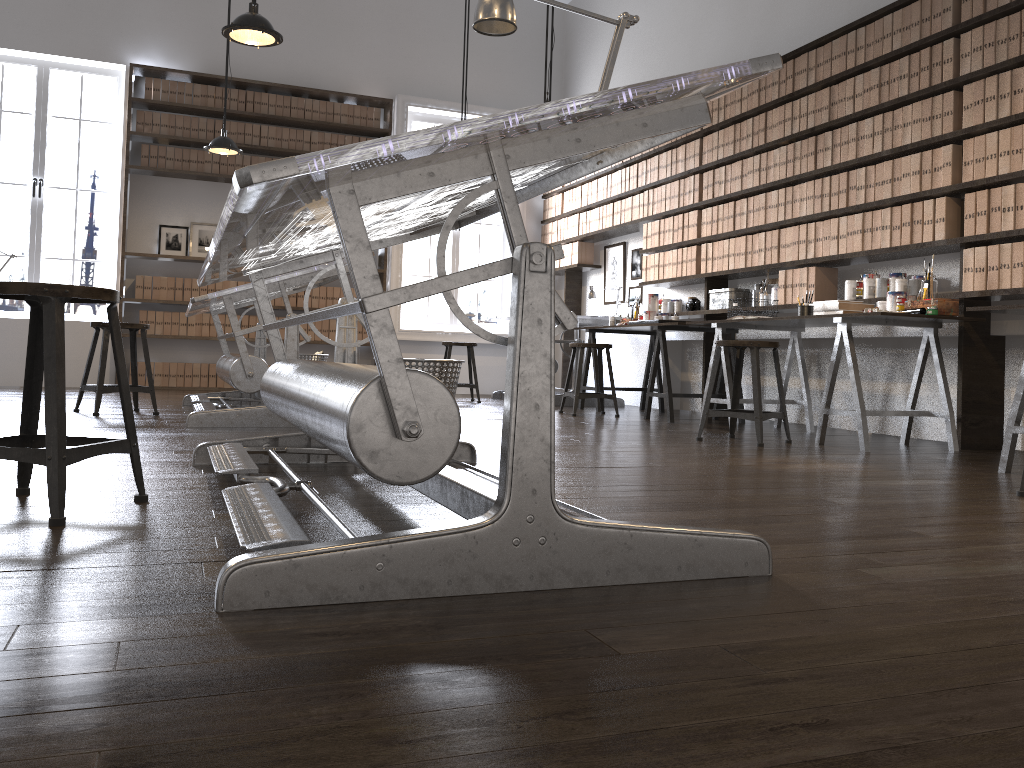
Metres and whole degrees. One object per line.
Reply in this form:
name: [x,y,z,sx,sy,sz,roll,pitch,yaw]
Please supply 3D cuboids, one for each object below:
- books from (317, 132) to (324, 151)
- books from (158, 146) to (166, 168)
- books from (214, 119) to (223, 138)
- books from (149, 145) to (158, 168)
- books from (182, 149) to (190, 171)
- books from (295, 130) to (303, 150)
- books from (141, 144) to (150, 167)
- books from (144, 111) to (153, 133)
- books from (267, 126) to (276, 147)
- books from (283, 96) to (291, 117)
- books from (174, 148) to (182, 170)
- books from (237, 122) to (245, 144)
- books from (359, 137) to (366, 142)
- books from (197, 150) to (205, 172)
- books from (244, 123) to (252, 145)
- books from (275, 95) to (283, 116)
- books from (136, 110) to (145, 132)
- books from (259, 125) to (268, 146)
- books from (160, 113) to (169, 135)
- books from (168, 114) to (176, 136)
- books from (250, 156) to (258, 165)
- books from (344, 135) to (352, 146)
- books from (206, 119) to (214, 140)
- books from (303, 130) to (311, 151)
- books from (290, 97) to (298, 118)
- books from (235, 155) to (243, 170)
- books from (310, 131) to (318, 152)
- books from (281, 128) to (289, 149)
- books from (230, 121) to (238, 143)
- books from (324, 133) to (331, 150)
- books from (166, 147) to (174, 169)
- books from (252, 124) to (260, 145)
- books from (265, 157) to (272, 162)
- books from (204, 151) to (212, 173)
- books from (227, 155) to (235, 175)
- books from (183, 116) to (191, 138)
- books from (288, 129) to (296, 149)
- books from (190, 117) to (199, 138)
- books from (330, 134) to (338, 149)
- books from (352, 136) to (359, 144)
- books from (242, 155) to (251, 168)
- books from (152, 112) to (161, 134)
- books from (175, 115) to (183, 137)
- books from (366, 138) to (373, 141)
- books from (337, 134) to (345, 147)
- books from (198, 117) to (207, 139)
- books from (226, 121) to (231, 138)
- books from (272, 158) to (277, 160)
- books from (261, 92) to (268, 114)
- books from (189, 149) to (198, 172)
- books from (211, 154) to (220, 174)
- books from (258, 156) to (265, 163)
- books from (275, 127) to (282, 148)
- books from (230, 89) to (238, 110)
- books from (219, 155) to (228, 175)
books: [-1.943,-2.408,8.930,0.066,0.226,0.174,2,0,-21]
books: [-3.320,-2.127,8.402,0.066,0.226,0.174,2,0,-21]
books: [-2.846,-2.429,8.581,0.067,0.226,0.174,2,0,-21]
books: [-3.388,-2.129,8.370,0.067,0.226,0.174,2,0,-21]
books: [-3.121,-2.123,8.478,0.066,0.226,0.174,2,0,-21]
books: [-2.135,-2.413,8.857,0.066,0.226,0.174,2,0,-21]
books: [-3.459,-2.130,8.349,0.066,0.226,0.174,2,0,-21]
books: [-3.434,-2.442,8.361,0.066,0.226,0.174,2,0,-21]
books: [-2.386,-2.418,8.759,0.066,0.226,0.174,2,0,-21]
books: [-2.252,-2.734,8.816,0.066,0.226,0.174,2,0,-21]
books: [-3.187,-2.124,8.452,0.066,0.226,0.174,2,0,-21]
books: [-2.657,-2.424,8.652,0.067,0.226,0.174,2,0,-21]
books: [-1.548,-2.399,9.077,0.067,0.226,0.174,2,0,-21]
books: [-2.995,-2.120,8.524,0.066,0.226,0.174,2,0,-21]
books: [-2.589,-2.423,8.678,0.066,0.226,0.174,2,0,-21]
books: [-2.318,-2.736,8.793,0.066,0.226,0.174,2,0,-21]
books: [-3.500,-2.443,8.338,0.066,0.226,0.174,2,0,-21]
books: [-2.453,-2.420,8.732,0.067,0.226,0.174,2,0,-21]
books: [-3.300,-2.439,8.410,0.066,0.226,0.174,2,0,-21]
books: [-3.242,-2.438,8.434,0.066,0.226,0.174,2,0,-21]
books: [-2.536,-2.109,8.694,0.067,0.226,0.174,2,0,-21]
books: [-1.684,-2.402,9.026,0.066,0.226,0.174,2,0,-21]
books: [-2.919,-2.430,8.559,0.066,0.226,0.174,2,0,-21]
books: [-2.068,-2.411,8.879,0.067,0.226,0.174,2,0,-21]
books: [-2.182,-2.733,8.842,0.066,0.226,0.174,2,0,-21]
books: [-2.672,-2.112,8.646,0.066,0.226,0.174,2,0,-21]
books: [-2.001,-2.409,8.906,0.066,0.226,0.174,2,0,-21]
books: [-2.264,-2.415,8.803,0.067,0.226,0.174,2,0,-21]
books: [-2.717,-2.426,8.634,0.066,0.226,0.174,2,0,-21]
books: [-1.879,-2.407,8.950,0.067,0.226,0.174,2,0,-21]
books: [-3.252,-2.125,8.423,0.066,0.226,0.174,2,0,-21]
books: [-2.523,-2.421,8.707,0.066,0.226,0.174,2,0,-21]
books: [-2.418,-2.107,8.747,0.066,0.226,0.174,2,0,-21]
books: [-2.936,-2.118,8.545,0.066,0.226,0.174,2,0,-21]
books: [-2.739,-2.114,8.625,0.066,0.226,0.174,2,0,-21]
books: [-3.117,-2.435,8.483,0.066,0.226,0.174,2,0,-21]
books: [-2.201,-2.414,8.834,0.066,0.226,0.174,2,0,-21]
books: [-3.051,-2.433,8.508,0.066,0.226,0.174,2,0,-21]
books: [-1.818,-2.406,8.979,0.066,0.226,0.174,2,0,-21]
books: [-1.620,-2.401,9.056,0.066,0.226,0.174,2,0,-21]
books: [-2.604,-2.111,8.669,0.066,0.226,0.174,2,0,-21]
books: [-3.367,-2.440,8.382,0.067,0.226,0.174,2,0,-21]
books: [-3.178,-2.436,8.453,0.067,0.226,0.174,2,0,-21]
books: [-1.481,-2.398,9.109,0.066,0.226,0.174,2,0,-21]
books: [-1.752,-2.404,9.005,0.066,0.226,0.174,2,0,-21]
books: [-2.983,-2.432,8.530,0.066,0.226,0.174,2,0,-21]
books: [-2.779,-2.427,8.612,0.066,0.226,0.174,2,0,-21]
books: [-2.347,-2.105,8.768,0.067,0.226,0.174,2,0,-21]
books: [-2.448,-2.738,8.736,0.066,0.226,0.174,2,0,-21]
books: [-3.056,-2.121,8.496,0.067,0.226,0.174,2,0,-21]
books: [-2.868,-2.117,8.569,0.067,0.226,0.174,2,0,-21]
books: [-2.479,-2.108,8.721,0.066,0.226,0.174,2,0,-21]
books: [-2.328,-2.417,8.783,0.066,0.226,0.174,2,0,-21]
books: [-2.716,-2.745,8.635,0.066,0.226,0.174,2,0,-21]
books: [-2.803,-2.115,8.598,0.066,0.226,0.174,2,0,-21]
